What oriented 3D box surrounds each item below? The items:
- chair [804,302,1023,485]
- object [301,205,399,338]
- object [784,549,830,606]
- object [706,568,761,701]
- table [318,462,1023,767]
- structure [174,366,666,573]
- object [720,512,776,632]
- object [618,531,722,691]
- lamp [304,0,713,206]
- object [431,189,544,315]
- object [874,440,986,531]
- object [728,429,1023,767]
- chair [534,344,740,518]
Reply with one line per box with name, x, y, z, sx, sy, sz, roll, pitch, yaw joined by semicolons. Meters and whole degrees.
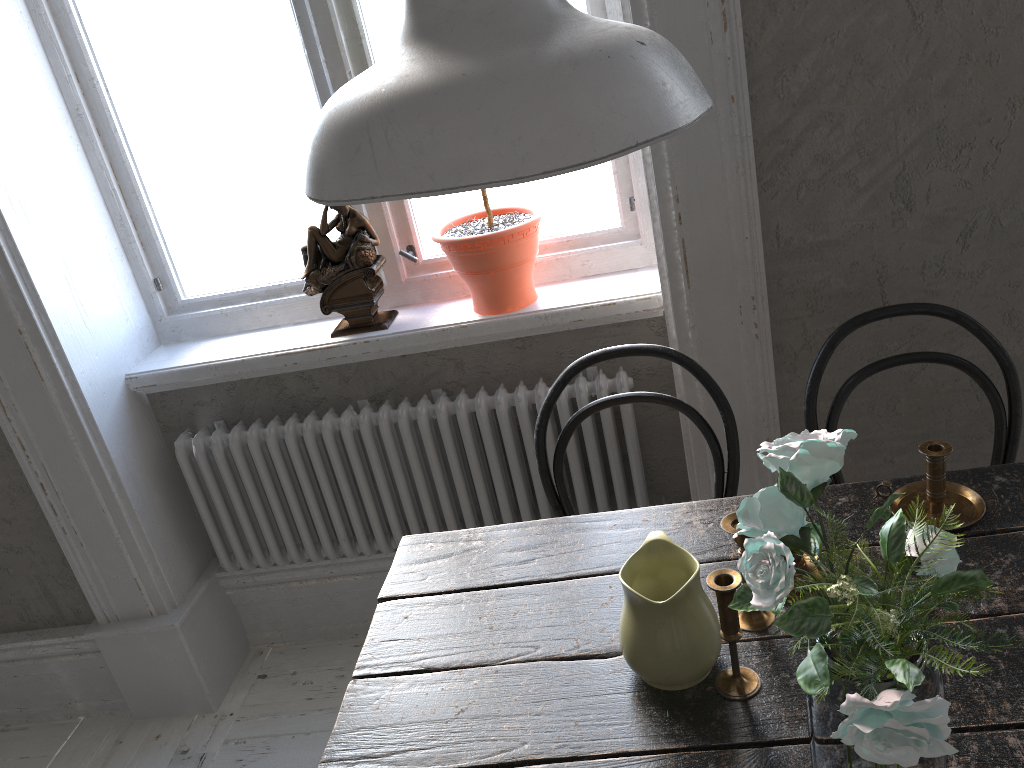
chair;0.808;0.370;1.621;0.436;0.924;0.550;-9;24;7
object;-0.432;-0.289;2.146;0.235;0.330;0.120;-8;24;10
object;0.399;0.216;1.257;0.096;0.172;0.095;-16;24;-8
object;0.274;0.311;1.107;0.058;0.167;0.060;-3;26;22
table;0.753;0.661;1.225;1.907;0.737;0.907;-8;24;9
structure;-0.238;0.234;2.269;1.217;0.429;0.149;-9;24;7
object;0.322;0.252;1.212;0.061;0.173;0.063;1;27;29
object;0.199;0.298;1.168;0.138;0.170;0.147;-25;26;-26
lamp;-0.193;-1.051;0.450;0.371;1.865;0.386;11;33;43
object;-0.118;-0.640;1.959;0.264;0.995;0.275;13;34;44
object;0.654;0.147;1.367;0.140;0.113;0.138;-15;24;-7
object;0.346;0.261;0.873;0.250;0.415;0.312;-9;24;8
chair;0.267;0.449;1.697;0.433;0.924;0.553;-5;25;17
